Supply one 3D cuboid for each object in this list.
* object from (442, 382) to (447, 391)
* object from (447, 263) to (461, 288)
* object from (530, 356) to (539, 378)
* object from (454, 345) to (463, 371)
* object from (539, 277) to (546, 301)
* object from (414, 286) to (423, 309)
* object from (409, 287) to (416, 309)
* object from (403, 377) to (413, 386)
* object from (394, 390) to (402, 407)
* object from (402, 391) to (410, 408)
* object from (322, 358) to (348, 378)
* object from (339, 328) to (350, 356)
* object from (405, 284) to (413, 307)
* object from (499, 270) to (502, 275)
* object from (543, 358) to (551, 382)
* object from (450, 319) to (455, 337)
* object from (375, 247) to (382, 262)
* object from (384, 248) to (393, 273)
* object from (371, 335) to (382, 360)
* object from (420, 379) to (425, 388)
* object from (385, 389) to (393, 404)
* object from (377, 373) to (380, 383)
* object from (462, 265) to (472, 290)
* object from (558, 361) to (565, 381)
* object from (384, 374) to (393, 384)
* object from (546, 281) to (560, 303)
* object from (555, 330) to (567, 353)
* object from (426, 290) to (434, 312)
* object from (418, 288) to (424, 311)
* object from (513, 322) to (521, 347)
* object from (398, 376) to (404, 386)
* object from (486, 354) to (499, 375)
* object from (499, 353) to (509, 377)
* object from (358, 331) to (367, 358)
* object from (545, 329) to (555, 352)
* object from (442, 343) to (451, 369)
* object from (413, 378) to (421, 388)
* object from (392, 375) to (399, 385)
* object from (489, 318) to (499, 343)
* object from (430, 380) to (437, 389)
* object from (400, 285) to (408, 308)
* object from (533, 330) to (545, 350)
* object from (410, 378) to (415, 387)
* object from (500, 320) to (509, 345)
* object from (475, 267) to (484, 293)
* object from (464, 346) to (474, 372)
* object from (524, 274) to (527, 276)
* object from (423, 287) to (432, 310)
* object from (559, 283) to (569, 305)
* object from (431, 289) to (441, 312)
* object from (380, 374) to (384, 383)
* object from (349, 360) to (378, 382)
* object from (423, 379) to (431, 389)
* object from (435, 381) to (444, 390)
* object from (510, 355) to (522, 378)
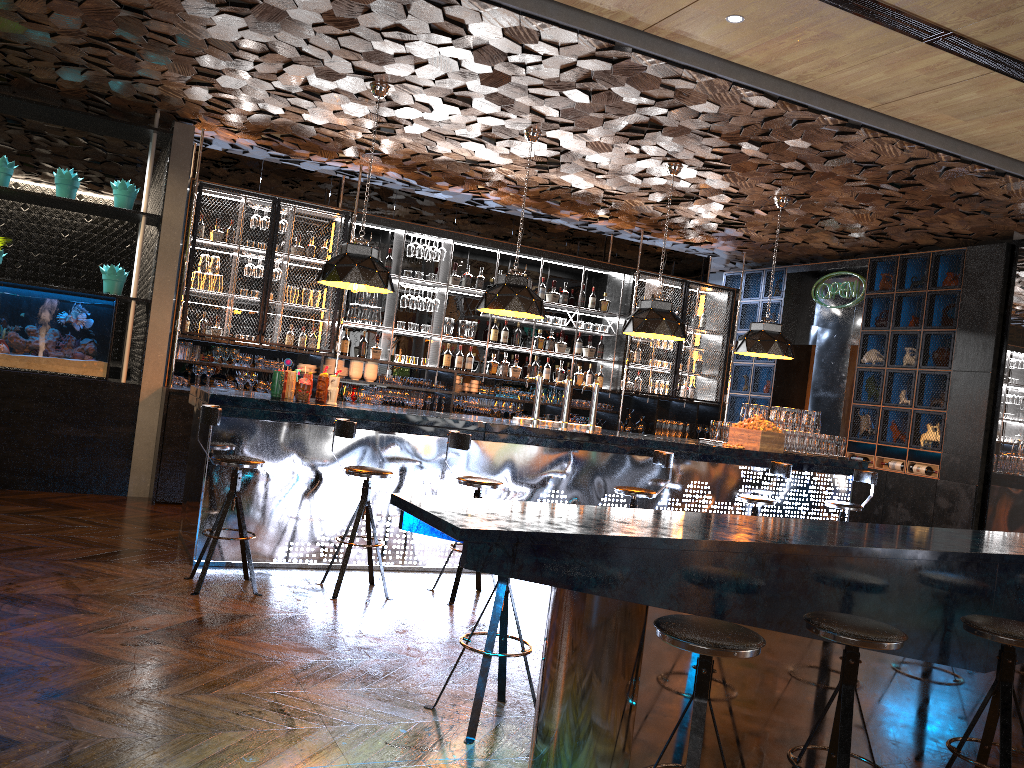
[{"bbox_3d":[-0.769,0.023,9.873,0.095,0.096,0.095,7,0,-2],"label":"object"},{"bbox_3d":[-0.654,-1.228,10.018,0.123,0.279,0.123,7,-1,-37],"label":"object"},{"bbox_3d":[0.270,-0.186,10.482,0.086,0.297,0.086,7,0,8],"label":"object"},{"bbox_3d":[-0.601,-0.297,10.124,0.086,0.298,0.086,7,0,23],"label":"object"},{"bbox_3d":[0.356,-1.117,10.512,0.086,0.298,0.086,7,0,23],"label":"object"},{"bbox_3d":[-1.024,-0.954,9.754,0.092,0.244,0.092,7,0,25],"label":"object"},{"bbox_3d":[-1.094,-0.961,9.902,0.092,0.244,0.092,7,0,25],"label":"object"},{"bbox_3d":[-1.140,-0.026,9.681,0.109,0.100,0.109,7,-1,-42],"label":"object"},{"bbox_3d":[-1.239,0.174,9.574,0.084,0.216,0.084,7,0,-10],"label":"object"},{"bbox_3d":[-1.158,0.185,9.613,0.084,0.216,0.084,7,0,17],"label":"object"},{"bbox_3d":[-1.883,-0.168,9.381,0.306,0.195,0.300,7,0,-24],"label":"object"},{"bbox_3d":[-1.792,-0.447,9.521,0.086,0.299,0.086,7,0,23],"label":"object"},{"bbox_3d":[-1.122,-0.966,9.706,0.092,0.244,0.092,7,0,25],"label":"object"},{"bbox_3d":[-0.149,-1.173,10.260,0.083,0.282,0.083,7,-1,-41],"label":"object"},{"bbox_3d":[0.418,-0.167,10.590,0.086,0.298,0.086,7,0,23],"label":"object"},{"bbox_3d":[-0.712,-0.634,10.078,0.105,0.209,0.105,7,0,19],"label":"object"},{"bbox_3d":[-1.480,-1.340,9.603,0.123,0.279,0.123,7,-1,-37],"label":"object"},{"bbox_3d":[-1.347,-1.334,9.685,0.086,0.299,0.086,7,0,23],"label":"object"},{"bbox_3d":[-1.473,-0.397,9.654,0.123,0.279,0.123,7,0,-12],"label":"object"},{"bbox_3d":[-0.981,-0.006,9.818,0.093,0.099,0.093,7,-1,36],"label":"object"},{"bbox_3d":[-1.324,0.163,9.534,0.084,0.216,0.084,7,-1,-37],"label":"object"},{"bbox_3d":[-1.437,-0.062,9.731,0.100,0.100,0.089,7,0,-18],"label":"object"},{"bbox_3d":[-0.512,-1.212,10.085,0.083,0.282,0.083,7,-1,-41],"label":"object"},{"bbox_3d":[0.584,-0.138,10.662,0.083,0.282,0.083,7,-1,-41],"label":"object"},{"bbox_3d":[-1.329,-0.050,9.523,0.100,0.100,0.089,7,0,-21],"label":"object"},{"bbox_3d":[0.490,-1.089,10.553,0.123,0.279,0.123,7,-1,-37],"label":"object"},{"bbox_3d":[0.592,-0.501,10.632,0.123,0.279,0.123,7,0,-12],"label":"object"},{"bbox_3d":[-0.913,-0.938,9.990,0.092,0.244,0.092,7,0,25],"label":"object"},{"bbox_3d":[-1.006,-0.950,9.945,0.092,0.244,0.092,7,0,25],"label":"object"},{"bbox_3d":[0.065,-0.578,10.396,0.086,0.297,0.086,7,0,23],"label":"object"},{"bbox_3d":[-1.208,-0.034,9.824,0.109,0.100,0.109,7,-1,-42],"label":"object"},{"bbox_3d":[-0.224,-0.222,10.272,0.151,0.248,0.094,7,-1,-37],"label":"object"},{"bbox_3d":[-0.084,-0.223,10.340,0.083,0.282,0.083,7,0,-26],"label":"object"},{"bbox_3d":[-1.607,-0.425,9.576,0.086,0.297,0.086,7,0,8],"label":"object"},{"bbox_3d":[0.462,-0.520,10.585,0.083,0.282,0.083,7,0,-26],"label":"object"},{"bbox_3d":[-0.731,-0.312,10.034,0.086,0.299,0.086,7,0,23],"label":"object"},{"bbox_3d":[-1.043,-0.014,9.724,0.093,0.099,0.093,7,0,-9],"label":"object"},{"bbox_3d":[-1.280,-0.043,9.609,0.089,0.100,0.100,7,0,11],"label":"object"},{"bbox_3d":[-0.202,-0.611,10.270,0.086,0.299,0.086,7,0,23],"label":"object"},{"bbox_3d":[-0.870,0.010,9.860,0.095,0.096,0.095,7,0,-25],"label":"object"},{"bbox_3d":[-1.193,-0.974,9.855,0.092,0.244,0.092,7,0,25],"label":"object"},{"bbox_3d":[0.322,-0.519,10.517,0.151,0.248,0.094,7,-1,-37],"label":"object"},{"bbox_3d":[-1.089,-0.019,9.822,0.093,0.099,0.093,7,-1,-38],"label":"object"},{"bbox_3d":[-0.082,-0.597,10.356,0.086,0.298,0.086,7,0,23],"label":"object"},{"bbox_3d":[-0.363,-1.193,10.157,0.083,0.282,0.083,7,0,-11],"label":"object"},{"bbox_3d":[-0.485,-0.282,10.154,0.086,0.298,0.086,7,0,23],"label":"object"},{"bbox_3d":[0.143,-1.143,10.416,0.086,0.298,0.086,7,0,23],"label":"object"},{"bbox_3d":[-0.935,-0.942,9.796,0.092,0.244,0.092,7,0,25],"label":"object"},{"bbox_3d":[0.628,-1.074,10.635,0.083,0.282,0.083,7,0,-26],"label":"object"},{"bbox_3d":[-0.842,-0.931,9.841,0.092,0.244,0.092,7,0,25],"label":"object"},{"bbox_3d":[-1.385,-0.056,9.623,0.089,0.100,0.100,7,-1,37],"label":"object"},{"bbox_3d":[-1.590,-0.142,9.485,0.309,0.216,0.149,7,0,-28],"label":"object"},{"bbox_3d":[-0.932,0.000,9.725,0.093,0.099,0.093,7,0,-6],"label":"object"},{"bbox_3d":[-0.802,0.018,9.778,0.095,0.096,0.095,7,-1,38],"label":"object"},{"bbox_3d":[0.045,-0.204,10.387,0.123,0.279,0.123,7,0,-12],"label":"object"}]
